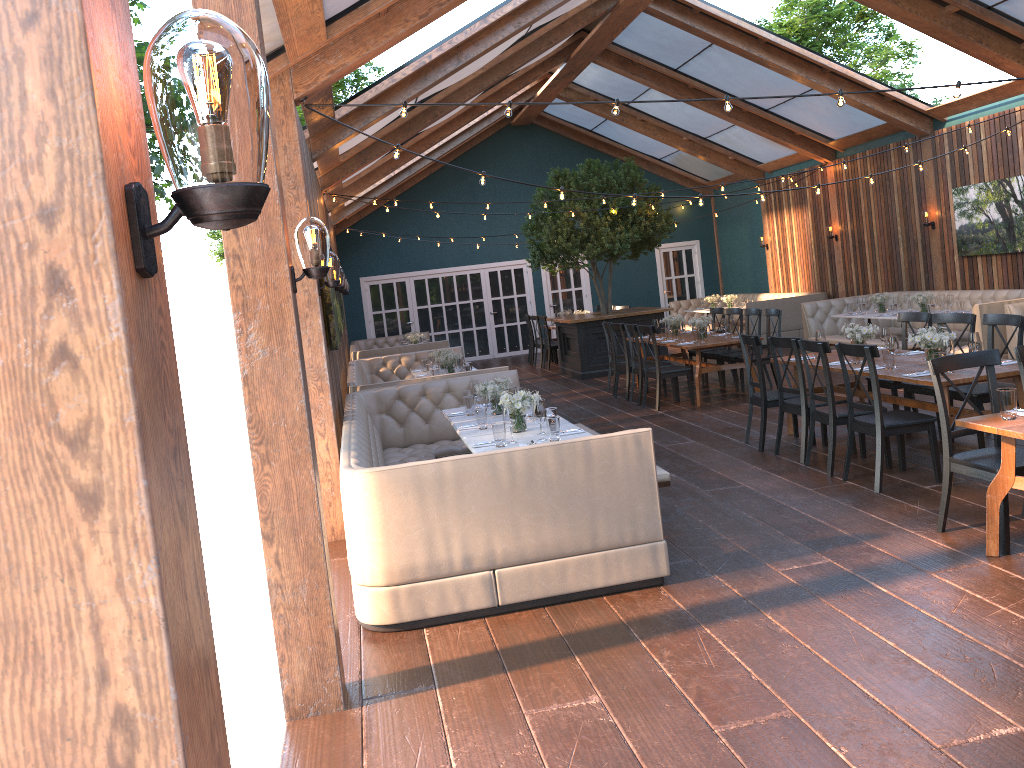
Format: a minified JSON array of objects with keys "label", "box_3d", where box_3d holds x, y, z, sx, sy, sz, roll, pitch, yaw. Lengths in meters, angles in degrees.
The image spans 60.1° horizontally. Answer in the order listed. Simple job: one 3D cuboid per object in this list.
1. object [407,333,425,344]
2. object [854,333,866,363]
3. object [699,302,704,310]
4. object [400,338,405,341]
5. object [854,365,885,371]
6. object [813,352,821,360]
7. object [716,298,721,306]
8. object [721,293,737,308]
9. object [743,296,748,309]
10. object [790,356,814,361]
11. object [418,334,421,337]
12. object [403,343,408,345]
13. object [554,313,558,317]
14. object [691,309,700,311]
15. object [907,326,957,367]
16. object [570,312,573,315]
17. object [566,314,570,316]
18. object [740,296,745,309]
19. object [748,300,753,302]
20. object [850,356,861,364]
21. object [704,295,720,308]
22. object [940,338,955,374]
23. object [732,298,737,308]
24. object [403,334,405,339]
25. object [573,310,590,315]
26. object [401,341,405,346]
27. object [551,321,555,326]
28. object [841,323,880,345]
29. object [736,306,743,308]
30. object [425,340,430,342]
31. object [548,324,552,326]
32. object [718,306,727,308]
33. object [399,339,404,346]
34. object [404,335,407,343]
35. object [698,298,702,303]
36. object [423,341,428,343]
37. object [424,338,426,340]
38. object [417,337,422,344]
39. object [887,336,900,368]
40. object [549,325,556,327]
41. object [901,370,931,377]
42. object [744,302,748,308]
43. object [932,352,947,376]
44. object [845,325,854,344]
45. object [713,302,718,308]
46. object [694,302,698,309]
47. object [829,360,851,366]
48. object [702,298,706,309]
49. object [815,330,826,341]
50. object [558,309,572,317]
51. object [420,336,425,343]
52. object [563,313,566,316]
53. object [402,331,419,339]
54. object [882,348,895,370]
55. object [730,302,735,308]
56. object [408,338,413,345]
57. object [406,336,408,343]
[{"label":"object","box_3d":[-1.836,-0.825,16.816,0.335,0.308,0.331,-4,6,32]},{"label":"object","box_3d":[2.909,-0.303,7.394,0.092,0.244,0.093,-5,4,33]},{"label":"object","box_3d":[4.036,-1.658,18.821,0.092,0.158,0.092,-8,4,-23]},{"label":"object","box_3d":[-2.238,-0.855,18.125,0.092,0.158,0.092,-8,4,-23]},{"label":"object","box_3d":[2.826,-0.130,6.946,0.255,0.019,0.158,-8,7,-9]},{"label":"object","box_3d":[2.724,-0.298,7.893,0.091,0.158,0.092,-4,5,37]},{"label":"object","box_3d":[4.233,-1.645,18.135,0.092,0.244,0.093,-4,4,38]},{"label":"object","box_3d":[4.399,-1.670,17.903,0.335,0.308,0.331,-4,6,32]},{"label":"object","box_3d":[4.572,-1.589,17.321,0.092,0.244,0.093,-4,4,38]},{"label":"object","box_3d":[2.655,-0.239,8.055,0.255,0.019,0.158,-8,7,-9]},{"label":"object","box_3d":[-1.805,-0.840,17.196,0.092,0.244,0.093,-4,4,38]},{"label":"object","box_3d":[-1.941,-0.663,16.173,0.092,0.158,0.092,-8,4,-23]},{"label":"object","box_3d":[0.922,-1.355,18.425,0.092,0.244,0.093,-5,4,33]},{"label":"object","box_3d":[3.968,-1.598,18.972,0.255,0.019,0.158,-8,7,-9]},{"label":"object","box_3d":[3.181,-0.287,6.686,0.331,0.308,0.336,-11,7,-42]},{"label":"object","box_3d":[1.235,-1.415,18.635,0.092,0.244,0.093,-5,4,33]},{"label":"object","box_3d":[1.101,-1.244,17.295,0.092,0.244,0.093,-4,4,38]},{"label":"object","box_3d":[4.581,-1.618,17.556,0.092,0.244,0.093,-4,4,38]},{"label":"object","box_3d":[4.656,-1.547,17.248,0.092,0.158,0.092,-8,4,-23]},{"label":"object","box_3d":[2.839,-0.243,7.317,0.091,0.158,0.092,-5,4,17]},{"label":"object","box_3d":[4.239,-1.746,18.720,0.328,0.308,0.338,-2,7,45]},{"label":"object","box_3d":[3.106,-0.201,6.304,0.092,0.244,0.093,-5,4,33]},{"label":"object","box_3d":[4.376,-1.570,17.352,0.092,0.244,0.093,-4,4,38]},{"label":"object","box_3d":[-2.164,-0.898,18.047,0.092,0.244,0.093,-5,4,33]},{"label":"object","box_3d":[1.361,-1.301,17.240,0.329,0.308,0.338,-6,5,6]},{"label":"object","box_3d":[-2.080,-0.737,16.956,0.092,0.158,0.092,-8,4,-23]},{"label":"object","box_3d":[0.853,-1.295,18.348,0.091,0.158,0.092,-5,4,17]},{"label":"object","box_3d":[3.046,-0.392,7.730,0.328,0.308,0.338,-4,5,25]},{"label":"object","box_3d":[4.613,-1.586,18.231,0.255,0.019,0.158,-8,7,-9]},{"label":"object","box_3d":[-1.582,-0.749,16.560,0.092,0.158,0.092,-8,4,-23]},{"label":"object","box_3d":[0.785,-1.234,18.500,0.255,0.019,0.158,-8,7,-9]},{"label":"object","box_3d":[4.473,-1.661,19.019,0.255,0.019,0.158,-8,7,-9]},{"label":"object","box_3d":[-2.208,-0.812,17.721,0.092,0.158,0.092,-8,4,-23]},{"label":"object","box_3d":[-2.129,-0.875,17.822,0.092,0.244,0.093,-5,4,33]},{"label":"object","box_3d":[4.076,-1.743,19.138,0.092,0.244,0.093,-5,4,33]},{"label":"object","box_3d":[-1.569,-0.702,16.146,0.092,0.158,0.092,-8,4,-23]},{"label":"object","box_3d":[-1.716,-0.820,17.304,0.092,0.158,0.092,-8,4,-23]},{"label":"object","box_3d":[-1.686,-0.742,16.232,0.092,0.244,0.093,-4,4,38]},{"label":"object","box_3d":[2.963,-0.250,6.871,0.092,0.244,0.093,-5,4,33]},{"label":"object","box_3d":[0.892,-1.181,17.935,0.255,0.019,0.158,-8,7,-9]},{"label":"object","box_3d":[2.959,-0.078,6.372,0.255,0.019,0.158,-8,7,-9]},{"label":"object","box_3d":[4.660,-1.593,17.637,0.092,0.158,0.092,-8,4,-23]},{"label":"object","box_3d":[3.014,-0.138,6.227,0.091,0.158,0.092,-5,4,17]},{"label":"object","box_3d":[3.130,-0.421,8.176,0.092,0.244,0.093,-4,4,38]},{"label":"object","box_3d":[4.163,-1.585,18.058,0.092,0.158,0.092,-8,4,-23]},{"label":"object","box_3d":[4.001,-1.700,19.215,0.092,0.158,0.092,-8,4,-23]},{"label":"object","box_3d":[2.771,-0.182,7.468,0.255,0.019,0.158,-8,7,-9]},{"label":"object","box_3d":[4.105,-1.718,18.898,0.092,0.244,0.093,-5,4,33]},{"label":"object","box_3d":[2.791,-0.360,7.987,0.092,0.244,0.093,-4,4,38]},{"label":"object","box_3d":[1.114,-1.389,18.245,0.329,0.308,0.337,-8,5,-12]},{"label":"object","box_3d":[-1.670,-0.772,16.477,0.092,0.244,0.093,-4,4,38]},{"label":"object","box_3d":[1.071,-1.308,17.869,0.092,0.244,0.093,-5,4,33]},{"label":"object","box_3d":[-1.996,-0.902,17.632,0.328,0.308,0.338,-2,7,45]},{"label":"object","box_3d":[2.894,-0.190,6.794,0.091,0.158,0.092,-5,4,17]},{"label":"object","box_3d":[4.306,-1.510,17.275,0.092,0.158,0.092,-8,4,-23]},{"label":"object","box_3d":[-1.859,-0.727,16.275,0.092,0.244,0.093,-4,4,38]},{"label":"object","box_3d":[-1.985,-0.800,17.031,0.092,0.244,0.093,-4,4,38]}]
